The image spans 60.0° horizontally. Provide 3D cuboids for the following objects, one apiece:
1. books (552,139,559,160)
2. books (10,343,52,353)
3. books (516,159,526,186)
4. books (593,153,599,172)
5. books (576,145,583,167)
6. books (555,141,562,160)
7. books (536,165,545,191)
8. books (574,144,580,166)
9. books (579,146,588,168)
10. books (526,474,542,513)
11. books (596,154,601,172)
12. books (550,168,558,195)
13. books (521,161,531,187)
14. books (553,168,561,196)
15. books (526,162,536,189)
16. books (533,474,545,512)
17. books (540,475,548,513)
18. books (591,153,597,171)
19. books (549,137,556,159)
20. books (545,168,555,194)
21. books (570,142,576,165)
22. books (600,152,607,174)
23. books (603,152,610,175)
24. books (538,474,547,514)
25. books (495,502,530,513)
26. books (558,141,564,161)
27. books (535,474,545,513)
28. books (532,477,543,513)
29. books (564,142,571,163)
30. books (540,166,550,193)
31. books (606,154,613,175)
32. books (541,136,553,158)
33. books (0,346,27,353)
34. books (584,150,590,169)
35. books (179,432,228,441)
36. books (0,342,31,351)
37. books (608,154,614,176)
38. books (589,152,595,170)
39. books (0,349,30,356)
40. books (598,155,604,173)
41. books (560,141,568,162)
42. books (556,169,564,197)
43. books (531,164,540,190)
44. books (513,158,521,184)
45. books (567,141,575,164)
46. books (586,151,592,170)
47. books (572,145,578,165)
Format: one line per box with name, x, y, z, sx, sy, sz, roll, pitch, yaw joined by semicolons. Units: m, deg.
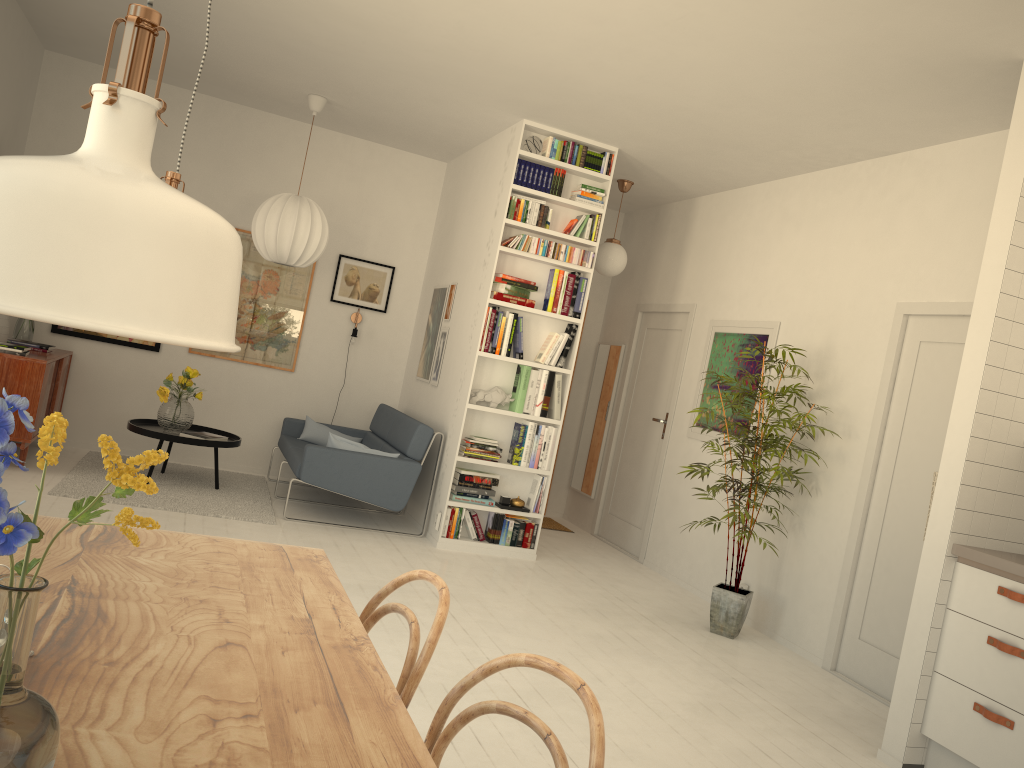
books;0.264;-1.583;6.040;0.023;0.137;0.161;11;1;-20
books;-3.446;-0.270;6.221;0.371;0.022;0.259;11;1;-20
books;0.032;-1.413;5.999;0.034;0.179;0.188;11;1;-20
books;0.553;-1.522;6.140;0.017;0.130;0.150;11;1;-20
books;0.423;-1.561;6.137;0.032;0.154;0.212;11;1;-20
books;0.271;-1.579;6.088;0.025;0.131;0.253;11;1;-20
books;0.161;-1.388;6.047;0.034;0.179;0.188;11;1;-20
books;0.408;-1.562;6.120;0.009;0.151;0.209;11;1;-20
books;0.458;-1.553;6.134;0.032;0.152;0.200;11;1;-20
books;0.136;0.755;6.212;0.034;0.257;0.209;11;1;-20
books;0.569;-1.519;6.146;0.017;0.130;0.150;11;1;-20
books;0.251;-1.376;6.091;0.020;0.191;0.205;11;1;-20
books;0.064;-1.407;6.011;0.034;0.179;0.188;11;1;-20
books;0.270;-1.372;6.095;0.020;0.191;0.205;11;1;-20
books;0.096;-1.401;6.023;0.034;0.179;0.188;11;1;-20
books;0.165;0.761;6.187;0.033;0.258;0.130;11;1;-20
books;0.195;0.766;6.205;0.011;0.256;0.139;11;1;-20
books;0.537;-1.525;6.134;0.017;0.130;0.150;11;1;-20
books;0.240;-1.593;6.058;0.013;0.146;0.209;11;1;-20
books;0.226;-1.375;6.071;0.034;0.179;0.188;11;1;-20
books;0.381;-1.570;6.113;0.012;0.158;0.220;11;1;-20
books;0.606;-1.522;6.158;0.019;0.157;0.150;11;1;-20
books;0.613;-1.523;6.201;0.020;0.156;0.229;11;1;-20
books;0.184;0.763;6.210;0.007;0.257;0.181;11;1;-20
books;0.002;0.848;6.103;0.214;0.023;0.130;11;1;-20
books;0.296;-1.579;6.082;0.018;0.141;0.207;11;1;-20
books;0.173;0.761;6.219;0.008;0.256;0.184;11;1;-20
books;0.144;0.756;6.217;0.030;0.256;0.198;11;1;-20
books;0.343;-1.574;6.097;0.024;0.148;0.188;11;1;-20
books;0.193;-1.381;6.059;0.034;0.179;0.188;11;1;-20
books;0.633;-1.516;6.205;0.021;0.151;0.228;11;1;-20
books;0.228;-1.597;6.035;0.026;0.149;0.155;11;1;-20
books;-3.259;-0.240;5.632;0.296;0.015;0.240;11;1;-21
books;0.488;-1.535;6.116;0.017;0.130;0.150;11;1;-20
books;-2.146;0.370;6.181;0.200;0.031;0.289;12;1;14
books;-3.246;-0.252;5.635;0.311;0.015;0.192;11;1;-17
books;0.642;-1.517;6.231;0.014;0.154;0.260;11;1;-20
books;0.521;-1.528;6.128;0.017;0.130;0.150;11;1;-20
books;-3.254;-0.222;5.635;0.320;0.020;0.237;11;1;-24
books;0.585;-1.516;6.152;0.017;0.130;0.150;11;1;-20
books;0.324;-1.575;6.072;0.028;0.147;0.192;11;1;-20
books;0.292;-1.367;6.095;0.020;0.191;0.205;11;1;-20
books;0.129;-1.394;6.035;0.034;0.179;0.188;11;1;-20
books;0.000;-1.420;5.987;0.034;0.179;0.188;11;1;-20
books;0.363;-1.574;6.112;0.024;0.156;0.228;11;1;-20
books;0.504;-1.532;6.122;0.017;0.130;0.150;11;1;-20
books;0.396;-1.557;6.109;0.019;0.137;0.201;11;1;-20
